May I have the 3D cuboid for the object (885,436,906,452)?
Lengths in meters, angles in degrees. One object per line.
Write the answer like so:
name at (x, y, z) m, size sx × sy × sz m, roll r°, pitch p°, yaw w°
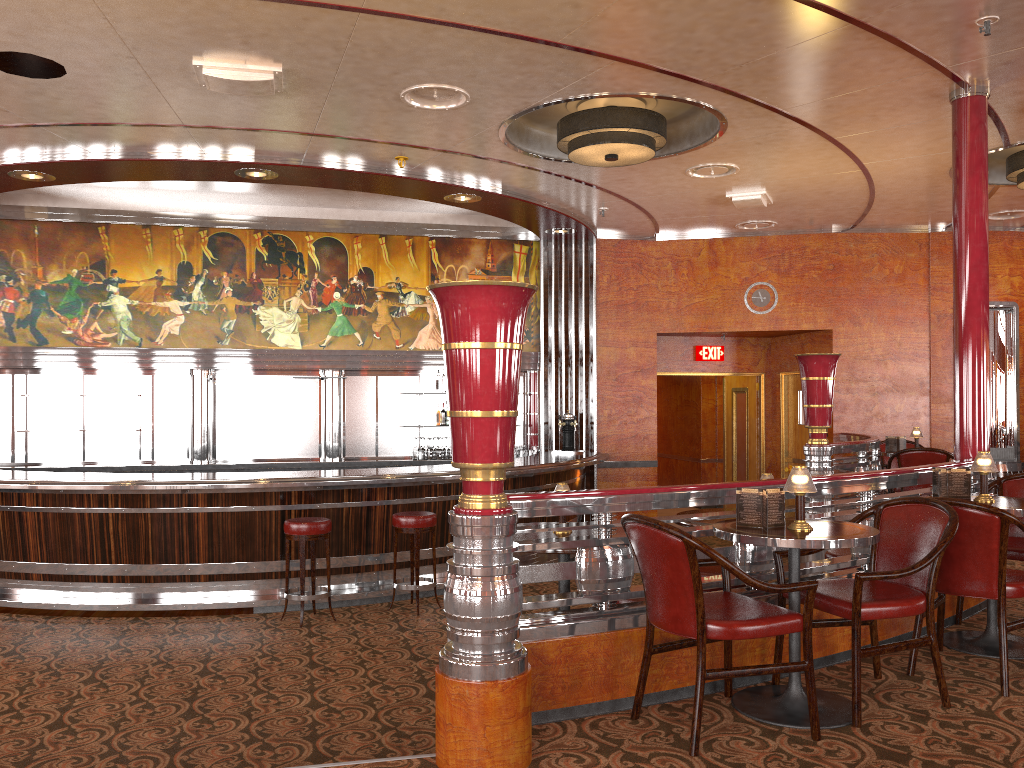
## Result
object at (3.854, 0.600, 8.824) m, size 0.169 × 0.156 × 0.195 m, roll 0°, pitch -1°, yaw -18°

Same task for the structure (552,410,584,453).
structure at (0.645, 0.565, 10.210) m, size 0.360 × 0.540 × 0.280 m, roll 0°, pitch -1°, yaw 7°

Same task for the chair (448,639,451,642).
chair at (-0.128, 1.334, 4.036) m, size 0.350 × 0.755 × 0.350 m, roll -1°, pitch -1°, yaw 35°

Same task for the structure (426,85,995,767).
structure at (1.385, -0.089, 4.375) m, size 4.354 × 3.605 × 0.549 m, roll 1°, pitch -1°, yaw -39°

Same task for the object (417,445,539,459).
object at (-0.398, 0.797, 10.395) m, size 1.425 × 0.134 × 0.403 m, roll 0°, pitch -1°, yaw -8°

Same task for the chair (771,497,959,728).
chair at (1.495, 0.891, 3.687) m, size 0.615 × 0.817 × 0.588 m, roll 0°, pitch -1°, yaw -18°

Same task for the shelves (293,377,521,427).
shelves at (-1.191, 0.210, 10.229) m, size 2.594 × 0.568 × 0.339 m, roll 0°, pitch -1°, yaw -13°

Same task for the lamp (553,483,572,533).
lamp at (0.260, 0.636, 4.570) m, size 0.130 × 0.250 × 0.130 m, roll 0°, pitch -1°, yaw 7°

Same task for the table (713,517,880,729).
table at (1.137, 0.938, 3.569) m, size 0.640 × 0.720 × 0.640 m, roll -1°, pitch -1°, yaw 29°

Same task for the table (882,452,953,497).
table at (3.984, 1.036, 8.722) m, size 0.640 × 0.720 × 0.640 m, roll 0°, pitch -1°, yaw 16°

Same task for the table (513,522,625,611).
table at (0.269, 1.241, 4.541) m, size 0.849 × 0.960 × 0.849 m, roll 0°, pitch -1°, yaw -11°

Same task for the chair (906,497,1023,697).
chair at (2.063, 0.895, 3.973) m, size 0.615 × 0.817 × 0.588 m, roll 0°, pitch -1°, yaw -43°

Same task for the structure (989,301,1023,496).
structure at (5.370, 0.242, 10.012) m, size 0.812 × 2.354 × 0.557 m, roll 0°, pitch 0°, yaw 8°

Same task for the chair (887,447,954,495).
chair at (3.772, 0.977, 8.164) m, size 0.588 × 0.817 × 0.615 m, roll 0°, pitch -1°, yaw 22°

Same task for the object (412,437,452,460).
object at (-0.674, 0.741, 10.280) m, size 0.951 × 0.245 × 0.396 m, roll 0°, pitch -1°, yaw -10°

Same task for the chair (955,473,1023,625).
chair at (2.837, 0.912, 4.887) m, size 0.615 × 0.817 × 0.588 m, roll 0°, pitch -1°, yaw -43°

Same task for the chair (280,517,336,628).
chair at (-1.524, 1.392, 6.626) m, size 0.350 × 0.755 × 0.350 m, roll 0°, pitch -1°, yaw -40°

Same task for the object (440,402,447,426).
object at (-0.800, 0.349, 10.336) m, size 0.080 × 0.272 × 0.080 m, roll 0°, pitch 0°, yaw -10°

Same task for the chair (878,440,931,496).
chair at (4.136, 1.000, 9.336) m, size 0.588 × 0.817 × 0.615 m, roll 0°, pitch -1°, yaw 7°

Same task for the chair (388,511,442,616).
chair at (-0.766, 1.397, 6.975) m, size 0.350 × 0.755 × 0.350 m, roll 0°, pitch -1°, yaw 28°

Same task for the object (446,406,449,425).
object at (-0.722, 0.333, 10.384) m, size 0.078 × 0.305 × 0.206 m, roll 0°, pitch -1°, yaw -17°

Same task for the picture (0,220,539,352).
picture at (-2.716, -1.045, 9.835) m, size 6.254 × 1.322 × 0.001 m, roll 0°, pitch 0°, yaw -13°

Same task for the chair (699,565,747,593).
chair at (1.076, 1.343, 4.636) m, size 0.350 × 0.755 × 0.350 m, roll 0°, pitch -1°, yaw 28°

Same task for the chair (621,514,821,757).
chair at (0.735, 0.886, 3.343) m, size 0.615 × 0.817 × 0.588 m, roll 0°, pitch -1°, yaw -23°

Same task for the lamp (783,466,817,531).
lamp at (1.149, 0.452, 3.537) m, size 0.130 × 0.250 × 0.130 m, roll 0°, pitch -1°, yaw -2°

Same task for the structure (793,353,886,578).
structure at (3.304, 0.785, 8.654) m, size 0.624 × 2.024 × 3.169 m, roll 0°, pitch -1°, yaw 27°

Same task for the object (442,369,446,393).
object at (-0.781, -0.036, 10.255) m, size 0.067 × 0.282 × 0.067 m, roll 0°, pitch -1°, yaw 32°

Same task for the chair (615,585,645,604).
chair at (0.620, 1.332, 4.078) m, size 0.350 × 0.755 × 0.350 m, roll 0°, pitch -1°, yaw 28°

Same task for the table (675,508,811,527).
table at (1.371, 1.250, 5.157) m, size 0.849 × 0.960 × 0.849 m, roll 0°, pitch -1°, yaw -34°

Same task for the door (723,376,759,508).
door at (3.088, 0.865, 11.925) m, size 0.063 × 1.983 × 0.808 m, roll 0°, pitch -1°, yaw -19°

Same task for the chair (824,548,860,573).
chair at (1.991, 1.350, 5.119) m, size 0.350 × 0.755 × 0.350 m, roll 0°, pitch -1°, yaw 3°

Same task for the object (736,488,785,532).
object at (0.984, 0.500, 3.575) m, size 0.169 × 0.156 × 0.195 m, roll -1°, pitch -1°, yaw 37°

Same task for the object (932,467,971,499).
object at (2.250, 0.518, 4.606) m, size 0.169 × 0.156 × 0.195 m, roll 1°, pitch -1°, yaw -43°

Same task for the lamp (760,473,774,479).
lamp at (1.485, 0.645, 5.155) m, size 0.130 × 0.250 × 0.130 m, roll 0°, pitch -1°, yaw -2°

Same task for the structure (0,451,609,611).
structure at (-2.332, 1.282, 8.247) m, size 7.810 × 1.047 × 3.208 m, roll 0°, pitch -1°, yaw -13°

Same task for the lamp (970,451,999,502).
lamp at (2.400, 0.469, 4.508) m, size 0.130 × 0.250 × 0.130 m, roll -1°, pitch -1°, yaw 34°

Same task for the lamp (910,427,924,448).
lamp at (3.983, 0.551, 8.729) m, size 0.130 × 0.250 × 0.130 m, roll 0°, pitch -1°, yaw 16°

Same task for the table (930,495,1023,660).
table at (2.412, 0.953, 4.457) m, size 0.640 × 0.720 × 0.640 m, roll 1°, pitch -1°, yaw -43°
